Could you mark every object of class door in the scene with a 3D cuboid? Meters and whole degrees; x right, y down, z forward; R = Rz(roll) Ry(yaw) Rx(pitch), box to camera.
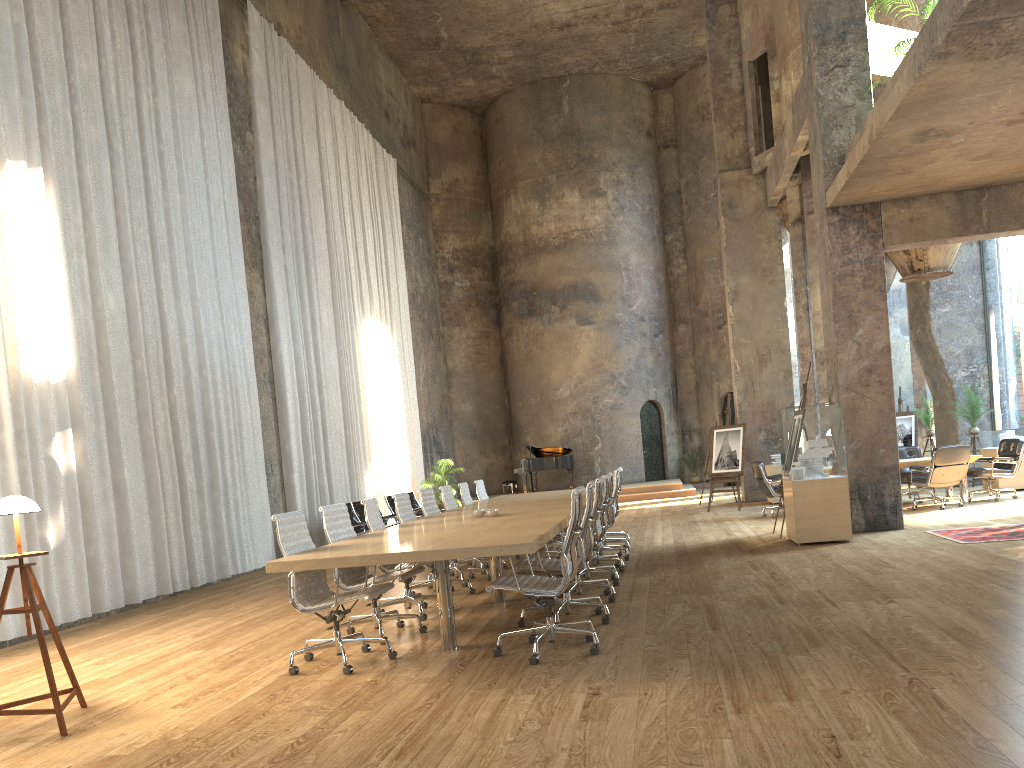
[{"bbox_3d":[3.927,1.608,24.880,0.897,2.303,0.091,-6,3,-32],"label":"door"},{"bbox_3d":[6.261,1.523,24.470,0.110,2.639,0.906,-7,3,-38],"label":"door"}]

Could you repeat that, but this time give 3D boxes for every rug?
[{"bbox_3d":[5.775,1.497,9.142,2.467,0.009,1.344,-6,-5,10],"label":"rug"}]

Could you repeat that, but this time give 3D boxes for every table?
[{"bbox_3d":[0.013,1.628,8.835,1.604,0.759,7.705,-6,-5,9],"label":"table"},{"bbox_3d":[5.721,1.543,13.423,2.415,0.702,1.103,-6,-3,10],"label":"table"}]

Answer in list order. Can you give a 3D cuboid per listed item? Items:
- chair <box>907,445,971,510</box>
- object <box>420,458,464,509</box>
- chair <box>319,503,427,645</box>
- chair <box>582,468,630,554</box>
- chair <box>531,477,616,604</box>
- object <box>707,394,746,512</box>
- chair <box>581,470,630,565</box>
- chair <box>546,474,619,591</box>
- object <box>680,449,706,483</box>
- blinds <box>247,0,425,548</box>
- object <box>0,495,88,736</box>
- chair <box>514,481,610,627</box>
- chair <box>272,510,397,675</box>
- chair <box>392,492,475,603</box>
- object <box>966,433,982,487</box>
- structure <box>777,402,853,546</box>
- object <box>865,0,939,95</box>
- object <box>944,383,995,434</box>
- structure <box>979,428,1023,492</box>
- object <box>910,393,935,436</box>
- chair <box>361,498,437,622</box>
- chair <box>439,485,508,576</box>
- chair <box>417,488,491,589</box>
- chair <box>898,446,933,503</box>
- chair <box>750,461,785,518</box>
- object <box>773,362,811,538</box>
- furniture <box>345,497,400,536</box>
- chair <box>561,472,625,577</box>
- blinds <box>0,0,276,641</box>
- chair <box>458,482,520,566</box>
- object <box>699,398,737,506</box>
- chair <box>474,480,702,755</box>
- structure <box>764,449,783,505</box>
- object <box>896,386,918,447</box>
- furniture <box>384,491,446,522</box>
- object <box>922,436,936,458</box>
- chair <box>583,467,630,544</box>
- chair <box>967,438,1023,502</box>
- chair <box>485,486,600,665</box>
[{"bbox_3d":[6.096,1.344,12.652,0.727,0.895,0.824,-5,-1,-17],"label":"chair"},{"bbox_3d":[-1.553,2.451,20.174,1.092,1.460,1.128,-5,0,1],"label":"object"},{"bbox_3d":[-1.033,1.395,6.630,0.701,1.028,0.662,-5,0,18],"label":"chair"},{"bbox_3d":[1.093,1.581,10.878,0.701,1.028,0.662,-5,0,18],"label":"chair"},{"bbox_3d":[0.497,1.319,7.364,0.701,1.028,0.662,-5,0,15],"label":"chair"},{"bbox_3d":[3.940,1.241,15.969,0.705,2.153,0.679,-4,2,42],"label":"object"},{"bbox_3d":[0.958,1.517,10.033,0.700,1.028,0.663,-5,0,9],"label":"chair"},{"bbox_3d":[0.645,1.385,8.249,0.701,1.028,0.662,-5,0,18],"label":"chair"},{"bbox_3d":[5.228,2.340,25.123,0.916,0.993,0.903,-6,-1,21],"label":"object"},{"bbox_3d":[-3.048,-1.342,17.403,0.275,8.665,7.806,-5,-1,10],"label":"blinds"},{"bbox_3d":[-2.602,1.245,4.774,0.573,1.301,0.653,-4,2,43],"label":"object"},{"bbox_3d":[0.345,1.252,6.460,0.701,1.028,0.662,-5,0,13],"label":"chair"},{"bbox_3d":[-1.149,1.328,5.774,0.701,1.028,0.662,-5,0,15],"label":"chair"},{"bbox_3d":[-0.744,1.527,8.394,0.701,1.028,0.662,-5,0,15],"label":"chair"},{"bbox_3d":[8.355,1.364,15.630,0.654,0.975,0.574,-5,1,-44],"label":"object"},{"bbox_3d":[3.439,1.024,10.020,0.595,1.552,0.739,-5,1,10],"label":"structure"},{"bbox_3d":[4.604,-3.319,9.508,1.406,1.814,1.350,-5,0,15],"label":"object"},{"bbox_3d":[8.128,0.437,15.692,0.861,0.942,0.685,-5,0,12],"label":"object"},{"bbox_3d":[8.322,1.253,14.611,0.736,1.017,0.741,-5,0,10],"label":"structure"},{"bbox_3d":[8.561,0.616,18.110,0.691,0.942,0.854,-5,-1,30],"label":"object"},{"bbox_3d":[-0.889,1.457,7.473,0.700,1.028,0.663,-5,0,9],"label":"chair"},{"bbox_3d":[-0.446,1.658,10.146,0.701,1.028,0.662,-5,0,15],"label":"chair"},{"bbox_3d":[-0.594,1.591,9.260,0.701,1.028,0.662,-5,0,18],"label":"chair"},{"bbox_3d":[6.343,1.450,14.079,0.731,0.894,0.819,-5,-1,10],"label":"chair"},{"bbox_3d":[4.189,1.615,13.698,0.822,0.895,0.728,-5,-1,6],"label":"chair"},{"bbox_3d":[3.543,0.820,10.890,0.686,2.153,0.697,-5,2,9],"label":"object"},{"bbox_3d":[-2.166,2.283,14.302,0.710,0.842,1.869,-5,-4,9],"label":"furniture"},{"bbox_3d":[0.795,1.450,9.116,0.701,1.028,0.662,-5,0,15],"label":"chair"},{"bbox_3d":[-4.498,-1.976,8.892,0.275,8.665,7.806,-5,-1,10],"label":"blinds"},{"bbox_3d":[-0.294,1.725,11.049,0.701,1.028,0.662,-5,0,13],"label":"chair"},{"bbox_3d":[4.153,1.391,17.847,0.688,2.153,0.695,-4,2,36],"label":"object"},{"bbox_3d":[2.644,1.494,11.434,12.977,1.033,31.465,-6,-5,9],"label":"chair"},{"bbox_3d":[5.189,1.713,16.491,0.745,1.017,0.733,-5,0,10],"label":"structure"},{"bbox_3d":[8.547,1.113,19.279,0.705,2.153,0.679,-4,2,38],"label":"object"},{"bbox_3d":[-1.765,2.458,16.654,0.710,0.842,1.869,-5,-4,9],"label":"furniture"},{"bbox_3d":[8.699,1.556,18.118,0.659,0.975,0.569,-5,1,4],"label":"object"},{"bbox_3d":[1.203,1.648,11.735,0.701,1.028,0.662,-5,0,15],"label":"chair"},{"bbox_3d":[7.174,1.290,13.159,0.821,0.895,0.729,-5,-1,4],"label":"chair"},{"bbox_3d":[0.184,1.182,5.526,0.701,1.028,0.662,-5,0,15],"label":"chair"}]
